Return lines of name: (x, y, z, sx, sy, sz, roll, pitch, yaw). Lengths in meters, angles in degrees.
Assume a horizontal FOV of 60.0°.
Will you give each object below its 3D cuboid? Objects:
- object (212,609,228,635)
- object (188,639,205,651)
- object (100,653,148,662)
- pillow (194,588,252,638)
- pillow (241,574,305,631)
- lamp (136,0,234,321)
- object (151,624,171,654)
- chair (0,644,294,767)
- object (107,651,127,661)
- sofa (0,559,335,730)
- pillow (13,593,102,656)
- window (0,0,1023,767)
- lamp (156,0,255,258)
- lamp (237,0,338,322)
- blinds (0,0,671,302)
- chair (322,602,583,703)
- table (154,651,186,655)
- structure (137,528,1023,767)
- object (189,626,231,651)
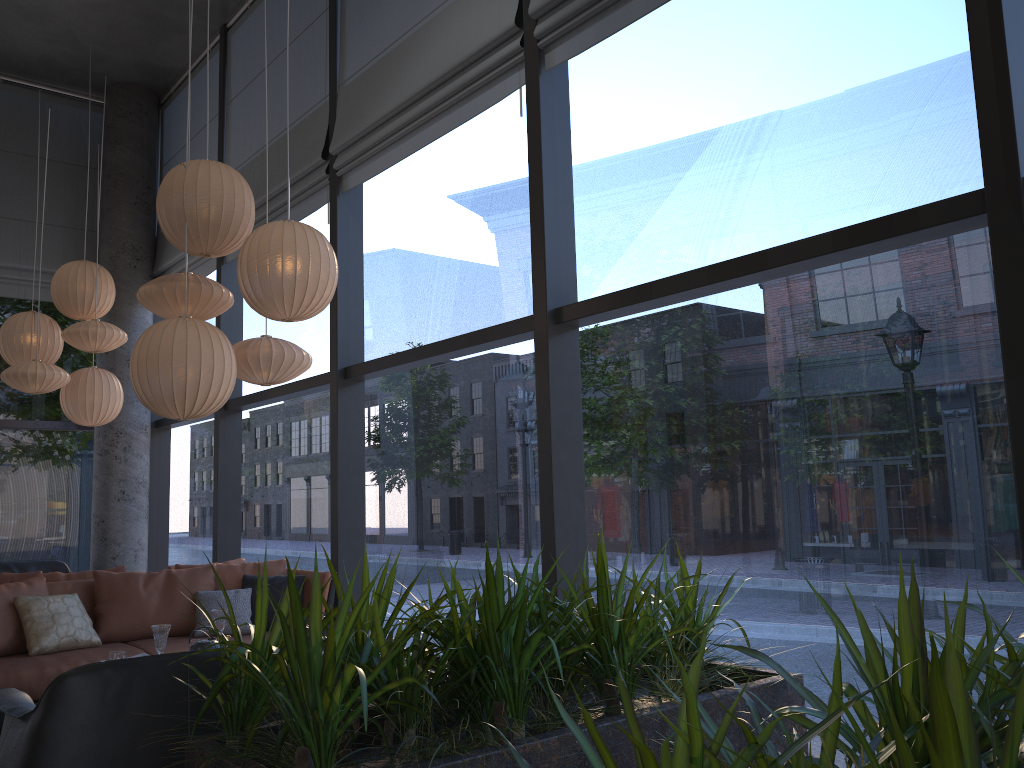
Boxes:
object: (-1.443, 1.231, 4.383, 0.082, 0.227, 0.082, -7, -9, 33)
object: (-1.546, 1.302, 4.359, 0.086, 0.086, 0.086, -2, -7, -1)
object: (-1.837, 1.327, 4.240, 0.170, 0.025, 0.294, -6, -9, 31)
pillow: (-1.744, 1.382, 5.361, 0.332, 0.263, 0.203, 1, -8, -19)
pillow: (-1.518, 1.365, 5.535, 0.418, 0.345, 0.242, -2, -7, 2)
lamp: (-1.700, -1.438, 4.677, 0.467, 2.271, 0.467, -4, -8, 14)
object: (-1.523, 1.162, 3.842, 0.082, 0.227, 0.082, -2, -8, 4)
chair: (-1.102, 1.188, 2.828, 1.030, 0.743, 0.833, 3, -9, -32)
object: (-1.809, 1.271, 4.060, 0.086, 0.086, 0.086, 3, -9, -34)
sofa: (-2.207, 1.488, 5.122, 2.226, 0.811, 0.864, 4, -10, -39)
pillow: (-2.529, 1.320, 4.915, 0.289, 0.311, 0.393, -6, -9, 31)
window: (-4.776, -1.082, 0.351, 12.900, 5.897, 12.739, 4, -10, -39)
lamp: (-1.551, -1.811, 4.546, 0.465, 2.374, 0.465, 0, -8, -16)
lamp: (-2.848, -2.152, 1.642, 0.468, 3.124, 6.999, -6, -9, 32)
blinds: (-4.612, -2.303, 4.901, 17.610, 2.314, 8.760, -2, -8, 5)
chair: (-0.181, 1.257, 3.567, 0.833, 0.743, 1.030, -7, -9, 36)
table: (-2.807, 1.457, 1.204, 6.876, 0.968, 10.659, 4, -10, -38)
structure: (-5.828, 1.414, 2.639, 15.715, 1.608, 4.306, -2, -7, 0)
object: (-1.434, 1.227, 4.166, 0.163, 0.179, 0.168, -4, -8, 17)
